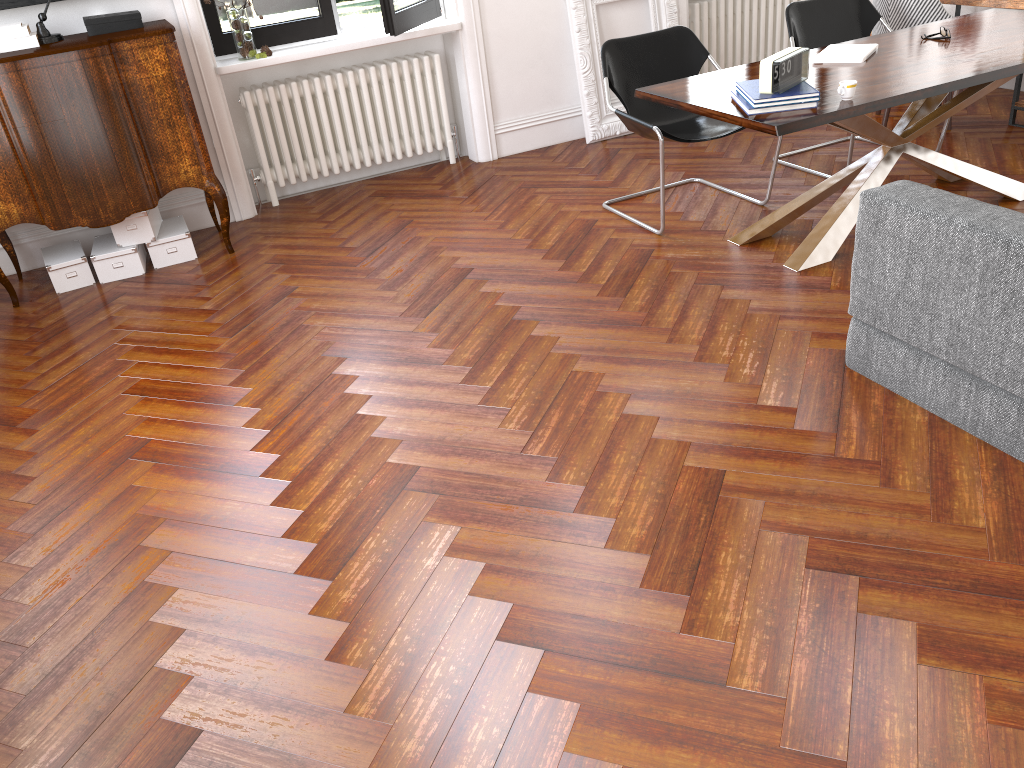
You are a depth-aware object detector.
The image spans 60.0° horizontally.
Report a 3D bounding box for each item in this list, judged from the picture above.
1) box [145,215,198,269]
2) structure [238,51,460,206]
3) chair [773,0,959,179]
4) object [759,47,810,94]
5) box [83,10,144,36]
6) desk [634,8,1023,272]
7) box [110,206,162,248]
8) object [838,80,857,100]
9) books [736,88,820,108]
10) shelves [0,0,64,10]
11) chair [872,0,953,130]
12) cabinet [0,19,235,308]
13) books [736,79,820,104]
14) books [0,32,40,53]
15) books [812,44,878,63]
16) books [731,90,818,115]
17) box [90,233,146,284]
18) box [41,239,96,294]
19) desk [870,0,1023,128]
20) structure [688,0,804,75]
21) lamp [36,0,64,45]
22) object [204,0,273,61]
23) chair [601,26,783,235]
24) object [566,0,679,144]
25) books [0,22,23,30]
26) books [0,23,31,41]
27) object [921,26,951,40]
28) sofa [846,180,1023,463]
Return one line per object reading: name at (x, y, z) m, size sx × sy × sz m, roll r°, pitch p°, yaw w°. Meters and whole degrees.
box at (-1.988, -0.820, 5.145) m, size 0.244 × 0.178 × 0.391 m, roll -18°, pitch 31°, yaw -18°
structure at (-1.057, -1.681, 5.891) m, size 1.450 × 0.785 × 0.223 m, roll -18°, pitch 32°, yaw -17°
chair at (1.956, -1.680, 4.964) m, size 0.751 × 0.881 × 0.740 m, roll -18°, pitch 31°, yaw -18°
object at (1.077, -1.238, 3.498) m, size 0.081 × 0.127 × 0.274 m, roll 18°, pitch 38°, yaw 37°
box at (-2.098, -1.903, 4.668) m, size 0.281 × 0.087 × 0.207 m, roll -18°, pitch 31°, yaw -18°
desk at (1.819, -1.155, 4.195) m, size 2.222 × 0.758 × 1.022 m, roll -18°, pitch 31°, yaw -18°
box at (-2.127, -0.932, 5.016) m, size 0.209 × 0.178 × 0.391 m, roll -13°, pitch 30°, yaw -9°
object at (1.303, -1.145, 3.463) m, size 0.082 × 0.065 × 0.064 m, roll -8°, pitch 30°, yaw 0°
books at (1.059, -1.167, 3.558) m, size 0.250 × 0.017 × 0.341 m, roll -5°, pitch 30°, yaw 4°
shelves at (-2.543, -1.992, 4.602) m, size 1.512 × 0.056 × 0.154 m, roll -18°, pitch 31°, yaw -17°
chair at (2.508, -2.063, 5.490) m, size 0.546 × 0.908 × 0.712 m, roll -22°, pitch 33°, yaw -24°
cabinet at (-2.285, -1.188, 4.785) m, size 1.263 × 1.229 × 0.635 m, roll -18°, pitch 32°, yaw -17°
books at (1.057, -1.182, 3.549) m, size 0.250 × 0.017 × 0.341 m, roll -5°, pitch 30°, yaw 4°
books at (-2.535, -1.705, 4.452) m, size 0.294 × 0.057 × 0.228 m, roll -18°, pitch 31°, yaw -18°
books at (1.568, -1.551, 4.161) m, size 0.230 × 0.026 × 0.323 m, roll 11°, pitch 34°, yaw 30°
books at (1.049, -1.151, 3.577) m, size 0.264 × 0.027 × 0.344 m, roll -5°, pitch 30°, yaw 4°
box at (-2.226, -0.726, 5.037) m, size 0.244 × 0.178 × 0.391 m, roll -16°, pitch 30°, yaw -13°
box at (-2.491, -0.656, 4.978) m, size 0.208 × 0.178 × 0.391 m, roll -21°, pitch 32°, yaw -22°
desk at (3.045, -2.181, 5.719) m, size 0.646 × 0.765 × 1.785 m, roll -18°, pitch 31°, yaw -18°
structure at (1.906, -2.643, 6.870) m, size 1.450 × 0.785 × 0.223 m, roll -18°, pitch 32°, yaw -17°
lamp at (-2.444, -2.106, 4.375) m, size 0.174 × 0.810 × 0.487 m, roll 11°, pitch 35°, yaw 29°
object at (-1.521, -2.273, 5.265) m, size 0.316 × 0.605 × 0.538 m, roll 15°, pitch 37°, yaw 34°
chair at (0.891, -1.334, 4.612) m, size 0.751 × 0.881 × 0.740 m, roll -18°, pitch 31°, yaw -18°
object at (0.808, -2.284, 6.104) m, size 0.828 × 1.072 × 0.232 m, roll -18°, pitch 32°, yaw -17°
books at (-2.540, -1.767, 4.399) m, size 0.200 × 0.014 × 0.178 m, roll -18°, pitch 31°, yaw -18°
books at (-2.542, -1.751, 4.432) m, size 0.239 × 0.044 × 0.253 m, roll -18°, pitch 31°, yaw -18°
object at (2.041, -1.683, 4.252) m, size 0.132 × 0.048 × 0.113 m, roll 10°, pitch 34°, yaw 28°
sofa at (2.600, -0.533, 2.929) m, size 2.639 × 0.837 × 1.252 m, roll -18°, pitch 31°, yaw -18°
